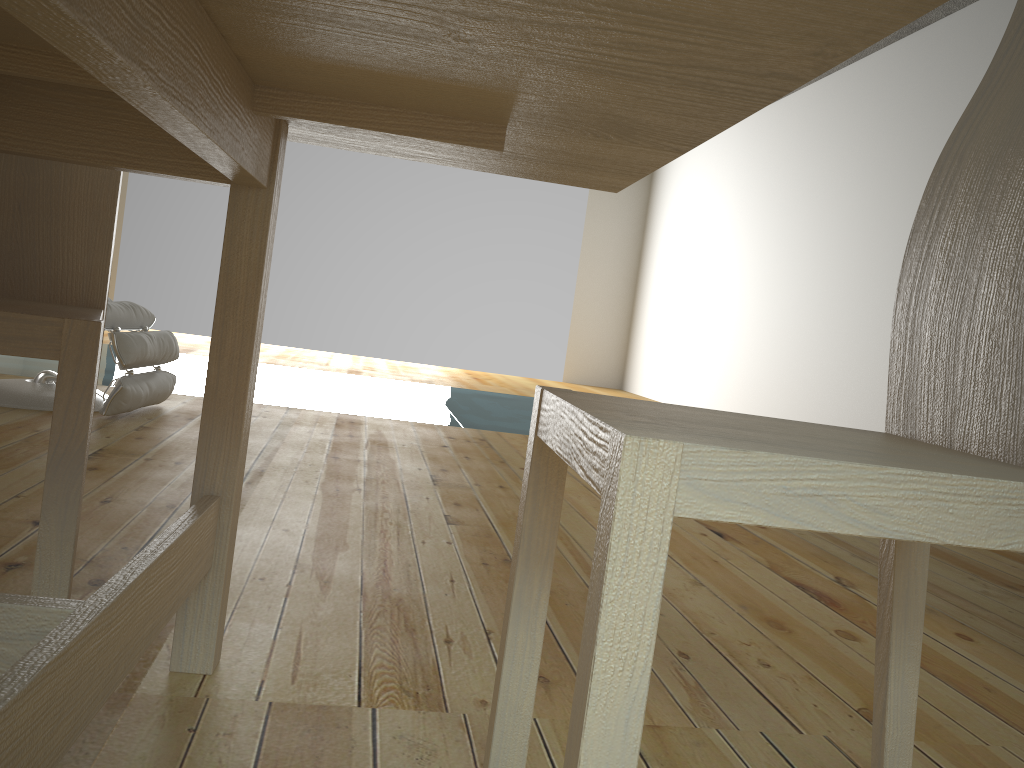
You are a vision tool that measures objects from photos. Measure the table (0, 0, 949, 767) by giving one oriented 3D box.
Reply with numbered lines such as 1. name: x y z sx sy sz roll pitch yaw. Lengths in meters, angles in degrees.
1. table: -1.048 -0.063 0.606 2.499 0.755 1.202 7 3 -7

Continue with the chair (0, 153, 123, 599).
1. chair: -0.744 -0.189 1.195 0.404 1.016 0.507 7 2 -21

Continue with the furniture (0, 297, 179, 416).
1. furniture: -1.636 -0.151 3.255 0.686 0.439 0.570 8 3 -3

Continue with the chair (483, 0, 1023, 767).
1. chair: 0.308 -0.019 0.798 0.506 1.016 0.405 8 2 -7
